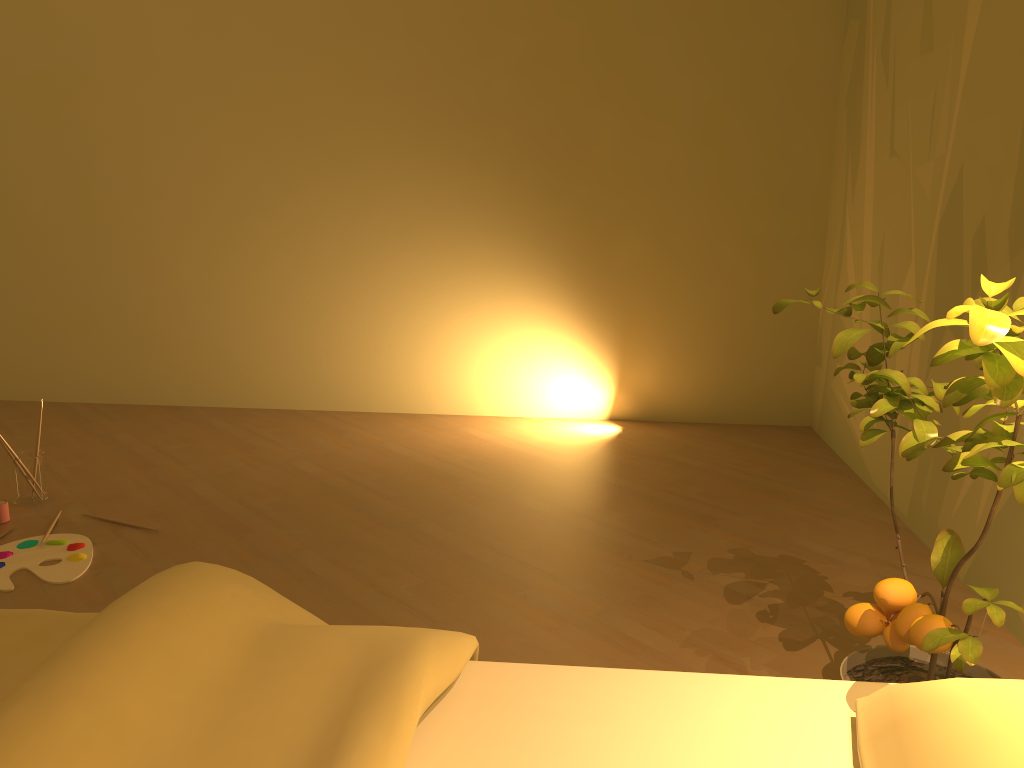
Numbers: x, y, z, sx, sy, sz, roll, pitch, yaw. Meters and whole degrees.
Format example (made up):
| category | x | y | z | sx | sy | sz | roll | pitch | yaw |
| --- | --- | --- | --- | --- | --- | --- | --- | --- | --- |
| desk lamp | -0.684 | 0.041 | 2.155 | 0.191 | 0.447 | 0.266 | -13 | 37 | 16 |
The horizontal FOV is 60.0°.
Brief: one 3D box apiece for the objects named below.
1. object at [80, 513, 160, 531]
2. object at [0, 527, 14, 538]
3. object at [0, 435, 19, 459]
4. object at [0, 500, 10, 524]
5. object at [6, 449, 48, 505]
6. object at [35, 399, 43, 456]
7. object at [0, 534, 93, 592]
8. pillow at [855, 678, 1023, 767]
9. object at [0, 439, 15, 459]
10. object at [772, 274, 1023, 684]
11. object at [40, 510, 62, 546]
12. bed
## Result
| category | x | y | z | sx | sy | sz | roll | pitch | yaw |
| --- | --- | --- | --- | --- | --- | --- | --- | --- | --- |
| object | -1.179 | 0.414 | 2.663 | 0.325 | 0.010 | 0.010 | 6 | 13 | 24 |
| object | -1.466 | 0.456 | 2.454 | 0.010 | 0.010 | 0.325 | 1 | 12 | -1 |
| object | -1.543 | 0.245 | 2.780 | 0.010 | 0.278 | 0.172 | 4 | 13 | 16 |
| object | -1.543 | 0.385 | 2.659 | 0.060 | 0.060 | 0.060 | -2 | 12 | -13 |
| object | -1.543 | 0.299 | 2.829 | 0.106 | 0.157 | 0.106 | -5 | 13 | -23 |
| object | -1.529 | 0.209 | 2.857 | 0.010 | 0.319 | 0.069 | 8 | 14 | 30 |
| object | -1.287 | 0.471 | 2.386 | 0.288 | 0.014 | 0.366 | -4 | 13 | -23 |
| pillow | 0.531 | 0.412 | 0.608 | 0.482 | 0.213 | 0.801 | 4 | 12 | 14 |
| object | -1.582 | 0.234 | 2.810 | 0.159 | 0.286 | 0.010 | 1 | 12 | -1 |
| object | 0.625 | 0.232 | 1.396 | 0.372 | 0.944 | 0.828 | 0 | 12 | -2 |
| object | -1.356 | 0.421 | 2.610 | 0.010 | 0.015 | 0.325 | -3 | 13 | -17 |
| bed | -0.162 | 0.404 | 0.673 | 2.378 | 0.894 | 1.286 | 2 | 12 | 4 |
